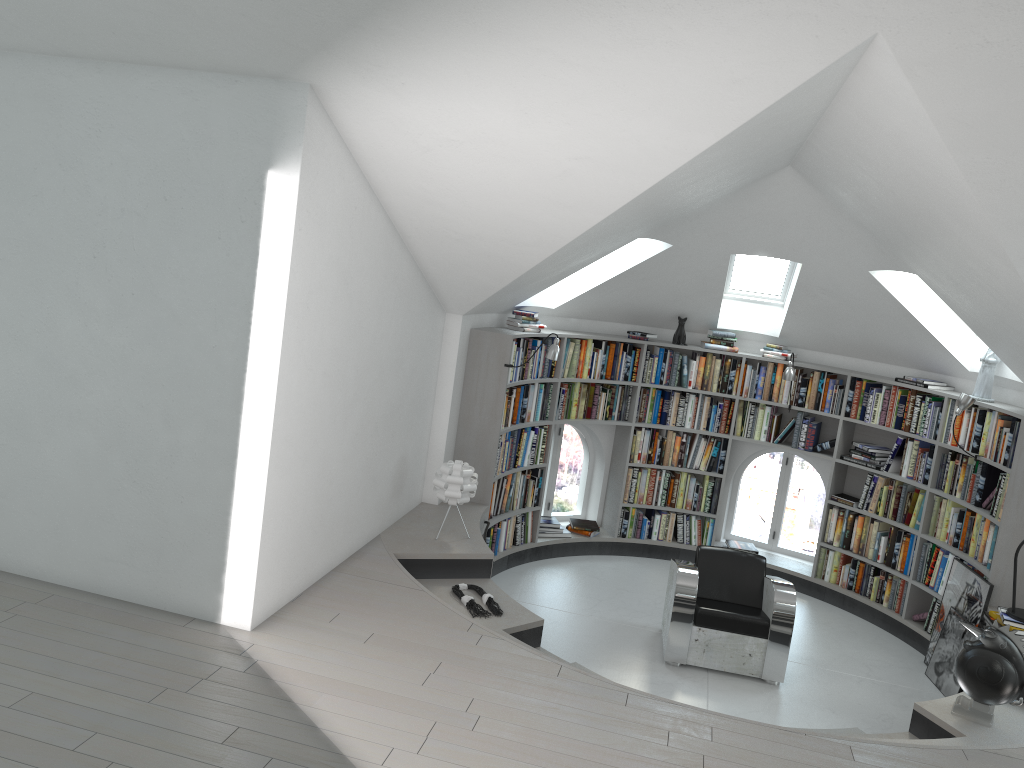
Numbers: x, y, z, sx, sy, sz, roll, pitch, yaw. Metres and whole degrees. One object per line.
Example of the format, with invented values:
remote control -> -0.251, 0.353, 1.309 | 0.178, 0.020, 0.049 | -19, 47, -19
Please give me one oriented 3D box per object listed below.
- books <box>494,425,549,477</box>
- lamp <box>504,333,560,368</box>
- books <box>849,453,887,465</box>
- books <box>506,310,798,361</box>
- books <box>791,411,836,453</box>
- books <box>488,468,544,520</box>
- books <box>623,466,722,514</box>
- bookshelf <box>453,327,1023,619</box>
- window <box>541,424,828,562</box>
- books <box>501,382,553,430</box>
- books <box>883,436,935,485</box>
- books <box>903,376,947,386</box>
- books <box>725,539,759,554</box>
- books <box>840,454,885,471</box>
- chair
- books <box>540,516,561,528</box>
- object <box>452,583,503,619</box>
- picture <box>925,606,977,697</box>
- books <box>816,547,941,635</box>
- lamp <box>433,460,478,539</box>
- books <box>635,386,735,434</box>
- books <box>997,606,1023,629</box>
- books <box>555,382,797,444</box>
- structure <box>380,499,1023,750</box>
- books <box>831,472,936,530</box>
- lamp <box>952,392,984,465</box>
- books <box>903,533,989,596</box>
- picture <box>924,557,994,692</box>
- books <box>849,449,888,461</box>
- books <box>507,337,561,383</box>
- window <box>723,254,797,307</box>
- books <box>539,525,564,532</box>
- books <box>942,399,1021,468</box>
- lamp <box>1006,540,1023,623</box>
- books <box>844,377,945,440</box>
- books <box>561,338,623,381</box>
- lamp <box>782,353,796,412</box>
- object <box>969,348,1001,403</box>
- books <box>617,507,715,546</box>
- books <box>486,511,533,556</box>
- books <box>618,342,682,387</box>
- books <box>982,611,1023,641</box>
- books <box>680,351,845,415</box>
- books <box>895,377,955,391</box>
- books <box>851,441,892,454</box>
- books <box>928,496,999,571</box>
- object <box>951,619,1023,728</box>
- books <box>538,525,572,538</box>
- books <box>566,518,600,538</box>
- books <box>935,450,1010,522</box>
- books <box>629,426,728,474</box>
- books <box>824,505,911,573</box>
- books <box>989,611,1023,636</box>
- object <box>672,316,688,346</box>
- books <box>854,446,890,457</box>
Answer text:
books -> -0.025, 0.531, 7.444 | 0.261, 0.358, 1.021 | 12, 9, 28
lamp -> 0.171, -0.262, 6.883 | 0.414, 0.311, 0.117 | 9, 7, 9
books -> 3.170, 0.656, 7.806 | 0.269, 0.031, 0.287 | 0, 11, -43
books -> 1.239, -0.463, 8.029 | 2.811, 0.173, 0.751 | 5, 9, -18
books -> 2.795, 0.449, 8.069 | 0.400, 0.339, 0.224 | 13, 8, 32
books -> -0.217, 1.092, 7.271 | 0.391, 0.693, 1.643 | 11, 8, 22
books -> 1.527, 0.987, 8.499 | 1.031, 0.356, 0.294 | 7, 7, -3
bookshelf -> 1.868, 0.729, 7.606 | 4.337, 1.874, 2.114 | 10, 8, 12
window -> 1.500, 0.964, 8.589 | 3.230, 1.147, 0.619 | 8, 7, -2
books -> 0.002, 0.152, 7.444 | 0.303, 0.346, 1.089 | 12, 9, 27
books -> 3.419, 0.629, 7.394 | 0.255, 0.349, 0.555 | 4, 9, -32
books -> 3.470, -0.025, 7.449 | 0.233, 0.027, 0.248 | 6, 8, -16
books -> 2.196, 1.558, 8.477 | 0.268, 0.029, 0.254 | 8, 8, 2
books -> 3.166, 0.688, 7.810 | 0.365, 0.042, 0.389 | 2, 10, -38
chair -> 1.552, 1.628, 6.441 | 0.823, 0.717, 0.743 | 9, 7, 6
books -> 0.323, 1.285, 8.277 | 0.213, 0.036, 0.227 | 6, 8, -12
object -> -0.219, 1.335, 5.479 | 0.218, 0.082, 0.475 | 4, 9, -25
picture -> 3.166, 1.946, 6.364 | 0.107, 0.553, 0.491 | 8, 7, 2
books -> 3.202, 1.734, 7.480 | 0.359, 0.310, 1.504 | 4, 9, -26
lamp -> -0.403, 0.793, 6.109 | 0.305, 0.523, 0.306 | 8, 7, 0
books -> 1.617, 0.228, 8.451 | 1.028, 0.358, 0.301 | 8, 7, -2
books -> 3.320, 1.535, 5.754 | 0.270, 0.031, 0.286 | 11, 9, 22
books -> 1.424, 0.236, 8.256 | 2.527, 0.370, 0.593 | 7, 8, -7
structure -> 1.461, 1.634, 6.353 | 4.705, 0.691, 4.730 | 3, 10, -33
books -> 3.235, 0.964, 7.581 | 0.251, 0.351, 0.978 | 3, 9, -35
lamp -> 3.422, 0.337, 6.595 | 0.275, 0.523, 0.113 | 8, 7, 3
books -> 3.465, 1.498, 6.815 | 0.303, 0.357, 1.189 | 7, 8, -7
picture -> 3.269, 1.776, 6.511 | 0.090, 0.860, 0.580 | 8, 7, 2
books -> 3.174, 0.625, 7.803 | 0.269, 0.031, 0.287 | 4, 9, -28
books -> 0.058, -0.225, 7.378 | 0.301, 0.360, 1.034 | 12, 9, 28
window -> 2.111, -1.009, 7.407 | 4.059, 0.711, 1.937 | 10, 8, 12
books -> 0.318, 1.316, 8.280 | 0.269, 0.031, 0.287 | 6, 8, -12
books -> 3.635, 0.378, 6.634 | 0.292, 0.361, 1.018 | 7, 8, -6
lamp -> 3.400, 1.205, 5.702 | 0.323, 0.658, 0.234 | 11, 8, 27
books -> 3.313, 0.197, 7.556 | 0.305, 0.366, 0.973 | 3, 9, -34
books -> 0.648, -0.244, 8.052 | 0.792, 0.372, 0.270 | 2, 9, -34
lamp -> 2.478, -0.009, 7.938 | 0.113, 0.565, 0.358 | 10, 7, 18
object -> 3.656, -0.101, 6.820 | 0.179, 0.471, 0.179 | 10, 7, 21
books -> 1.460, 1.342, 8.535 | 1.018, 0.305, 0.289 | 7, 7, -3
books -> -0.128, 1.252, 7.598 | 0.283, 0.318, 0.919 | 12, 9, 30
books -> 1.261, -0.190, 8.344 | 0.682, 0.345, 0.266 | 6, 7, -11
books -> 3.310, 1.603, 5.762 | 0.366, 0.042, 0.389 | 10, 8, 12
books -> 2.321, -0.040, 8.246 | 1.568, 0.366, 0.394 | 10, 8, 17
books -> 3.466, 0.002, 7.453 | 0.316, 0.036, 0.337 | 4, 9, -25
books -> 3.183, 0.564, 7.795 | 0.269, 0.031, 0.287 | 7, 8, -8
books -> 3.536, 1.136, 6.705 | 0.275, 0.346, 1.024 | 8, 8, -3
object -> 2.594, 1.553, 4.821 | 0.320, 0.561, 0.322 | 6, 7, -15
books -> 0.314, 1.349, 8.284 | 0.365, 0.042, 0.390 | 5, 9, -22
books -> 0.679, 1.359, 8.381 | 0.318, 0.099, 0.292 | 10, 8, 13
books -> 3.582, 0.757, 6.667 | 0.279, 0.357, 1.056 | 8, 8, -3
books -> 1.566, 0.606, 8.453 | 0.997, 0.350, 0.298 | 7, 7, -5
books -> 3.143, 1.323, 7.700 | 0.272, 0.349, 0.876 | 3, 10, -36
books -> 3.315, 1.567, 5.758 | 0.286, 0.034, 0.305 | 8, 8, 2
object -> 1.595, -0.498, 8.314 | 0.147, 0.264, 0.202 | 9, 7, 8
books -> 3.179, 0.595, 7.799 | 0.213, 0.036, 0.227 | 4, 9, -28
